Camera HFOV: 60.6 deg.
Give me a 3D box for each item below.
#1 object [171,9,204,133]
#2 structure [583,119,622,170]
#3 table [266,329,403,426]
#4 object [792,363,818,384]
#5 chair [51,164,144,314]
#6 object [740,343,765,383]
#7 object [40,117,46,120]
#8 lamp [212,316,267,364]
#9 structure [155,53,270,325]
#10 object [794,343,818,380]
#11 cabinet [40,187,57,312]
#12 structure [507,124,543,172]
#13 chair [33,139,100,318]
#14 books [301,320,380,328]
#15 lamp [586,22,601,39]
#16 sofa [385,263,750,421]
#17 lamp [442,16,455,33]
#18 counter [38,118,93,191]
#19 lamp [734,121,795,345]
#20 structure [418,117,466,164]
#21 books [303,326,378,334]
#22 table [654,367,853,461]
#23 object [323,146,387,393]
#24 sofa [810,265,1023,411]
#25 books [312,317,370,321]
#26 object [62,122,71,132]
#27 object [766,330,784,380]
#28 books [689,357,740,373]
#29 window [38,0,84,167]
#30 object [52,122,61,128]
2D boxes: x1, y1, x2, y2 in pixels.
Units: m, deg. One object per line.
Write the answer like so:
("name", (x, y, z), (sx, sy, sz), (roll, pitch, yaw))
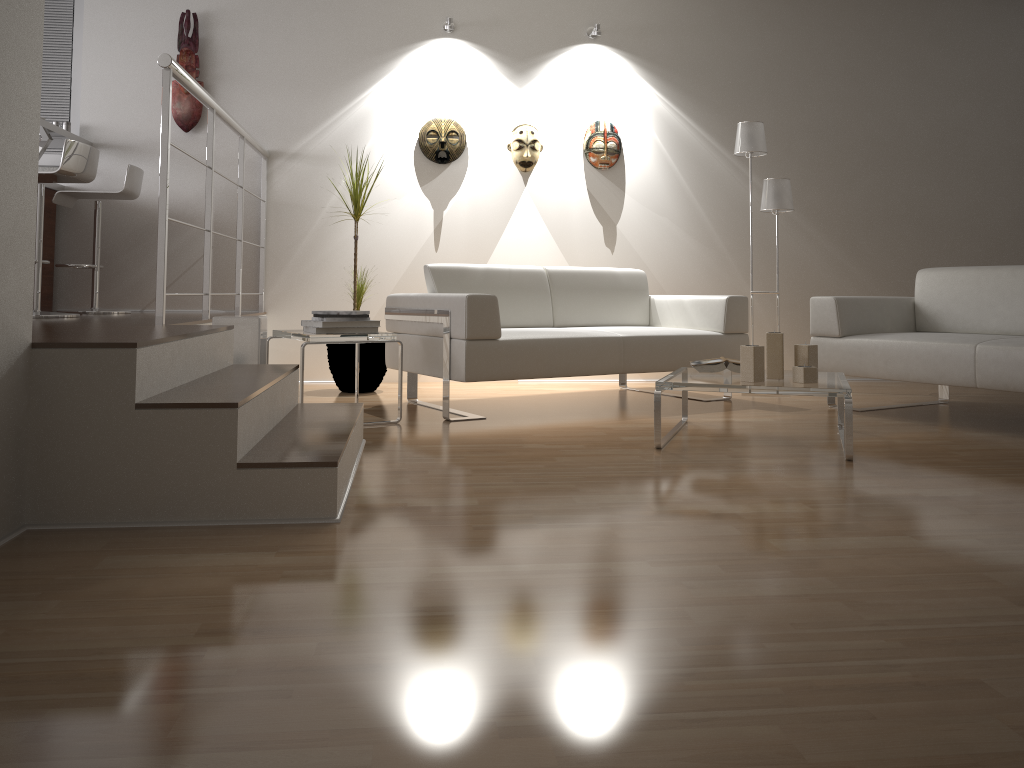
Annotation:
("object", (-2.079, -2.002, 5.616), (0.151, 0.794, 0.150), (-2, -4, 38))
("structure", (0.618, -1.622, 5.907), (0.264, 0.357, 0.075), (0, -3, -6))
("table", (-0.832, -0.041, 4.043), (0.464, 0.402, 0.551), (-1, 3, -31))
("object", (1.119, -0.042, 3.344), (0.067, 0.074, 0.067), (0, 1, -21))
("chair", (-2.380, -0.832, 5.054), (0.425, 0.853, 0.385), (1, -2, -11))
("object", (0.927, -0.085, 3.376), (0.067, 0.151, 0.067), (2, -2, -36))
("object", (-2.717, -1.508, 5.040), (0.067, 0.046, 0.079), (2, 4, 30))
("lamp", (-1.132, -0.042, 3.646), (0.199, 0.483, 0.191), (1, -2, -6))
("structure", (-1.477, -0.872, 4.509), (0.057, 1.050, 2.330), (1, 4, -7))
("object", (1.168, -0.094, 3.479), (0.067, 0.152, 0.067), (2, -2, -36))
("cabinet", (-3.051, -0.731, 4.486), (0.633, 0.750, 1.853), (0, 5, -6))
("structure", (0.094, -1.575, 5.816), (0.243, 0.331, 0.129), (0, -2, -6))
("chair", (-2.291, -0.750, 4.265), (0.426, 0.853, 0.386), (0, -2, -2))
("books", (-0.777, -0.276, 3.979), (0.287, 0.027, 0.227), (-4, 7, -37))
("lamp", (0.557, -2.375, 5.887), (0.080, 0.108, 0.191), (0, 4, -6))
("sofa", (0.315, -0.273, 4.714), (1.782, 0.742, 0.907), (-2, 3, -31))
("lamp", (-0.416, -2.371, 5.778), (0.080, 0.108, 0.191), (0, 4, -6))
("counter", (-2.988, -1.281, 4.635), (0.838, 0.318, 2.109), (0, 6, -6))
("lamp", (1.574, -0.803, 5.460), (0.365, 1.680, 0.207), (0, -3, 13))
("structure", (-0.459, -1.612, 5.781), (0.317, 0.318, 0.069), (0, -3, -6))
("books", (-0.778, -0.248, 3.977), (0.287, 0.027, 0.227), (-3, 6, -27))
("table", (0.993, 0.096, 3.566), (0.700, 0.250, 0.796), (2, 5, 18))
("object", (-0.934, -0.694, 5.179), (0.440, 1.482, 0.499), (0, -2, 6))
("sofa", (2.379, -0.185, 4.009), (0.906, 0.741, 1.786), (-1, 5, -31))
("books", (-0.777, -0.296, 3.980), (0.216, 0.014, 0.152), (-4, 7, -37))
("object", (-2.790, -1.583, 5.482), (0.052, 0.112, 0.052), (1, -2, -23))
("object", (1.052, -0.120, 3.502), (0.067, 0.198, 0.067), (0, -2, 19))
("books", (0.925, -0.084, 3.813), (0.292, 0.056, 0.204), (1, 5, 9))
("window", (-3.184, -2.016, 5.699), (0.843, 1.275, 0.141), (0, -3, -6))
("object", (-2.847, -1.581, 5.469), (0.052, 0.110, 0.052), (1, -2, -23))
